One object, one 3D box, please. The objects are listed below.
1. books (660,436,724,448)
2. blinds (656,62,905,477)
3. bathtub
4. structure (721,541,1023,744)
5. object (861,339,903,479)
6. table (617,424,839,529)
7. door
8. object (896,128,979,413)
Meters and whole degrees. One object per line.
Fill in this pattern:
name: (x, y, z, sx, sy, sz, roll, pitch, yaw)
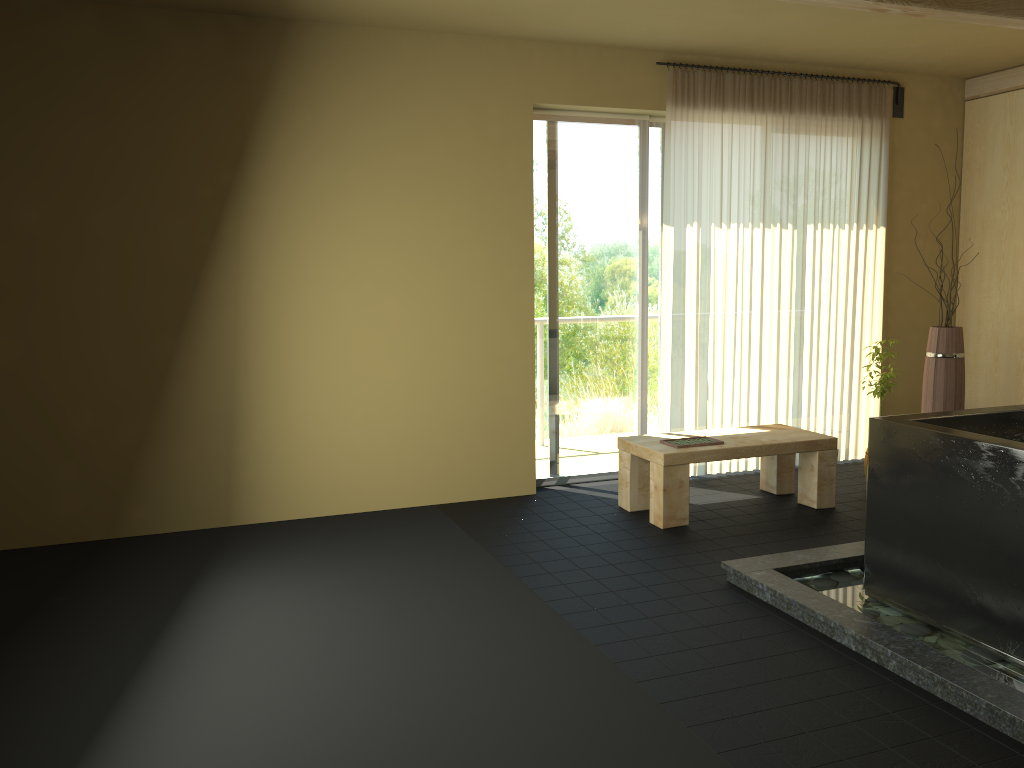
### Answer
books: (0.981, 0.317, 4.842, 0.294, 0.014, 0.182, -3, 8, -20)
blinds: (1.794, -0.721, 5.826, 1.944, 2.576, 0.064, -3, 7, -22)
bathtub: (2.605, 0.257, 3.414, 2.132, 1.160, 1.069, -3, 7, -20)
structure: (3.034, 0.976, 3.618, 3.801, 0.635, 1.975, -3, 8, -20)
object: (2.252, 0.172, 5.427, 0.242, 0.928, 0.267, 1, 7, 17)
table: (1.217, 0.500, 5.028, 1.125, 0.399, 0.514, -3, 7, -20)
door: (0.548, -0.519, 5.610, 1.038, 2.329, 0.063, -3, 7, -22)
object: (2.656, -0.472, 5.570, 0.468, 2.176, 0.463, 3, 7, 30)
